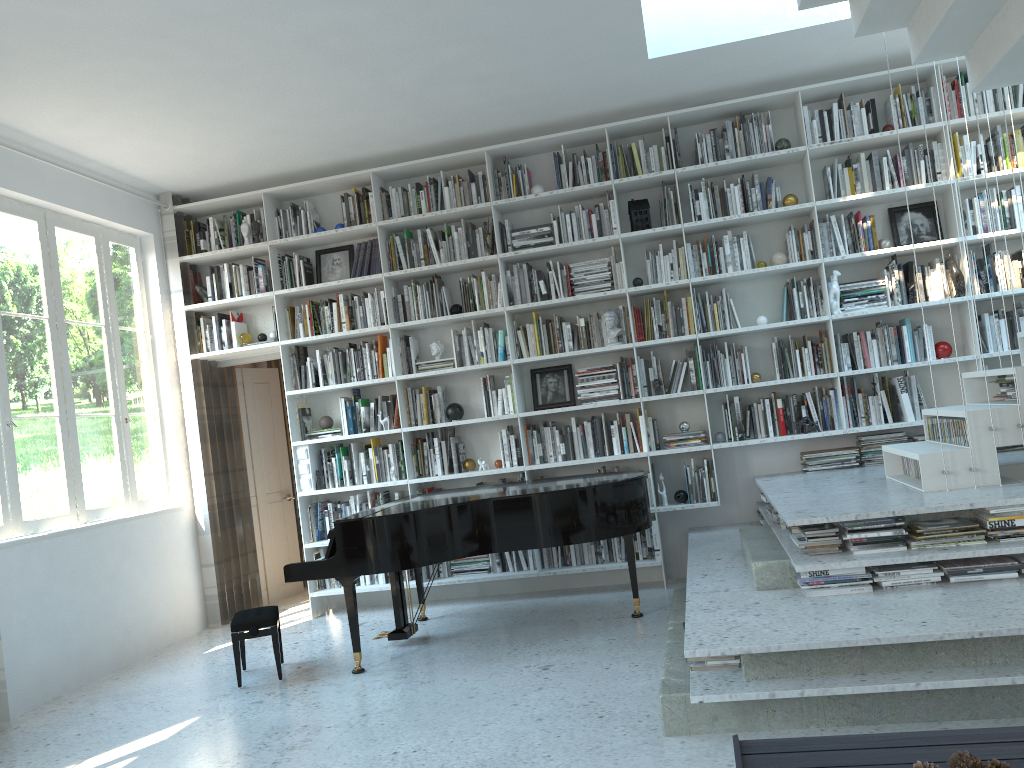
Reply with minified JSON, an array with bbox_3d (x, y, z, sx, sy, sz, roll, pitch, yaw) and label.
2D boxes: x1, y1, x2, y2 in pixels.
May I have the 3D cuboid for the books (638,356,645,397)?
[{"bbox_3d":[0.894,-0.048,6.110,0.012,0.285,0.159,-8,-2,11],"label":"books"}]

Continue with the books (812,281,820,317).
[{"bbox_3d":[2.010,-0.549,5.877,0.013,0.244,0.158,-8,-2,11],"label":"books"}]

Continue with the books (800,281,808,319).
[{"bbox_3d":[1.930,-0.546,5.886,0.015,0.259,0.152,-8,-2,11],"label":"books"}]

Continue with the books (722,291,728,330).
[{"bbox_3d":[1.438,-0.486,5.992,0.006,0.273,0.167,-8,-2,11],"label":"books"}]

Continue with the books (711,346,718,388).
[{"bbox_3d":[1.369,-0.111,6.001,0.006,0.281,0.155,-8,-2,11],"label":"books"}]

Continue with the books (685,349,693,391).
[{"bbox_3d":[1.206,-0.090,6.042,0.013,0.285,0.138,-8,-2,11],"label":"books"}]

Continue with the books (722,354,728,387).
[{"bbox_3d":[1.435,-0.088,5.984,0.013,0.218,0.160,-8,-2,11],"label":"books"}]

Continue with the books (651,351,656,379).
[{"bbox_3d":[0.980,-0.071,6.083,0.013,0.306,0.141,-8,-2,11],"label":"books"}]

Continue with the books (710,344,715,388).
[{"bbox_3d":[1.356,-0.116,6.005,0.018,0.295,0.177,-8,-2,11],"label":"books"}]

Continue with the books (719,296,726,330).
[{"bbox_3d":[1.424,-0.469,5.998,0.017,0.242,0.132,-8,-2,11],"label":"books"}]

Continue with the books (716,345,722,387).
[{"bbox_3d":[1.398,-0.116,5.987,0.005,0.283,0.159,-8,-2,11],"label":"books"}]

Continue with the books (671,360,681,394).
[{"bbox_3d":[1.119,-0.046,6.063,0.095,0.226,0.144,-8,-2,11],"label":"books"}]

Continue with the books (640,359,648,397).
[{"bbox_3d":[0.913,-0.039,6.106,0.024,0.263,0.154,-8,-2,11],"label":"books"}]

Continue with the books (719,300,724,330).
[{"bbox_3d":[1.412,-0.452,5.989,0.007,0.211,0.158,-8,-2,11],"label":"books"}]

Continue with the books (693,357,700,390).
[{"bbox_3d":[1.253,-0.067,6.023,0.021,0.226,0.148,-8,-2,11],"label":"books"}]

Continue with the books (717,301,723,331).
[{"bbox_3d":[1.404,-0.449,5.998,0.014,0.209,0.156,-8,-2,11],"label":"books"}]

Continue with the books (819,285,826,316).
[{"bbox_3d":[2.040,-0.537,5.869,0.023,0.212,0.164,-8,-2,11],"label":"books"}]

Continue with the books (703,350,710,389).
[{"bbox_3d":[1.318,-0.096,6.007,0.010,0.266,0.158,-8,-2,11],"label":"books"}]

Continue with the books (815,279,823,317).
[{"bbox_3d":[2.018,-0.555,5.858,0.011,0.252,0.169,-8,-2,11],"label":"books"}]

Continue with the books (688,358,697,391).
[{"bbox_3d":[1.227,-0.063,6.016,0.029,0.223,0.171,-8,-2,11],"label":"books"}]

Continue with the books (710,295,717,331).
[{"bbox_3d":[1.364,-0.467,6.011,0.013,0.256,0.144,-8,-2,11],"label":"books"}]

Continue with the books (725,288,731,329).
[{"bbox_3d":[1.465,-0.502,6.029,0.011,0.300,0.088,-8,-2,11],"label":"books"}]

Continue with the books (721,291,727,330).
[{"bbox_3d":[1.432,-0.484,5.988,0.006,0.270,0.178,-8,-2,11],"label":"books"}]

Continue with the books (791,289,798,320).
[{"bbox_3d":[1.873,-0.513,5.894,0.006,0.209,0.188,-8,-2,11],"label":"books"}]

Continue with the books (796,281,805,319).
[{"bbox_3d":[1.913,-0.545,5.889,0.018,0.263,0.165,-8,-2,11],"label":"books"}]

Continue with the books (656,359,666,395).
[{"bbox_3d":[1.021,-0.046,6.085,0.035,0.248,0.141,-8,-2,11],"label":"books"}]

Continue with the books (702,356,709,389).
[{"bbox_3d":[1.312,-0.075,6.015,0.012,0.226,0.147,-8,-2,11],"label":"books"}]

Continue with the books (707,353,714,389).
[{"bbox_3d":[1.348,-0.086,6.020,0.011,0.239,0.136,-8,-2,11],"label":"books"}]

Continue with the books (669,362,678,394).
[{"bbox_3d":[1.100,-0.036,6.046,0.089,0.210,0.175,-8,-2,11],"label":"books"}]

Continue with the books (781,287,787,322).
[{"bbox_3d":[1.817,-0.520,5.920,0.056,0.241,0.153,-8,-2,11],"label":"books"}]

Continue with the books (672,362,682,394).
[{"bbox_3d":[1.130,-0.040,6.056,0.090,0.212,0.143,-8,-2,11],"label":"books"}]

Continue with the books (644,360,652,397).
[{"bbox_3d":[0.938,-0.038,6.097,0.028,0.253,0.142,-8,-2,11],"label":"books"}]

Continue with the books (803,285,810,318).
[{"bbox_3d":[1.944,-0.530,5.875,0.012,0.224,0.178,-8,-2,11],"label":"books"}]

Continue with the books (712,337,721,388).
[{"bbox_3d":[1.387,-0.143,6.014,0.007,0.342,0.149,-8,-2,11],"label":"books"}]

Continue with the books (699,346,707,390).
[{"bbox_3d":[1.298,-0.109,6.031,0.014,0.298,0.148,-8,-2,11],"label":"books"}]

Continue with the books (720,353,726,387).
[{"bbox_3d":[1.421,-0.090,5.974,0.011,0.226,0.188,-8,-2,11],"label":"books"}]

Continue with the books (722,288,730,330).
[{"bbox_3d":[1.446,-0.494,5.991,0.013,0.287,0.159,-8,-2,11],"label":"books"}]

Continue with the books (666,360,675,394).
[{"bbox_3d":[1.082,-0.043,6.045,0.095,0.228,0.190,-8,-2,11],"label":"books"}]

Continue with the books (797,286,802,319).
[{"bbox_3d":[1.906,-0.527,5.905,0.007,0.230,0.146,-8,-2,11],"label":"books"}]

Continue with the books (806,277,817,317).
[{"bbox_3d":[1.979,-0.560,5.862,0.012,0.273,0.183,-8,-2,11],"label":"books"}]

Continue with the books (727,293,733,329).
[{"bbox_3d":[1.472,-0.481,5.993,0.007,0.254,0.161,-8,-2,11],"label":"books"}]

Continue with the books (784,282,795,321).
[{"bbox_3d":[1.850,-0.537,5.906,0.021,0.264,0.174,-8,-2,11],"label":"books"}]

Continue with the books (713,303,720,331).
[{"bbox_3d":[1.377,-0.438,5.977,0.017,0.192,0.191,-8,-2,11],"label":"books"}]

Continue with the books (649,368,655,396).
[{"bbox_3d":[0.965,-0.012,6.070,0.027,0.192,0.182,-8,-2,11],"label":"books"}]

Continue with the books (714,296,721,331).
[{"bbox_3d":[1.391,-0.464,6.001,0.008,0.242,0.169,-8,-2,11],"label":"books"}]

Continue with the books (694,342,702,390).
[{"bbox_3d":[1.263,-0.118,6.018,0.014,0.325,0.183,-8,-2,11],"label":"books"}]

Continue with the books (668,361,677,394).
[{"bbox_3d":[1.095,-0.041,6.061,0.088,0.220,0.138,-8,-2,11],"label":"books"}]

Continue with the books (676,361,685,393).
[{"bbox_3d":[1.150,-0.044,6.060,0.090,0.215,0.139,-8,-2,11],"label":"books"}]

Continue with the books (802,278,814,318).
[{"bbox_3d":[1.962,-0.557,5.888,0.032,0.274,0.154,-8,-2,11],"label":"books"}]

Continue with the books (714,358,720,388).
[{"bbox_3d":[1.384,-0.073,6.005,0.013,0.204,0.154,-8,-2,11],"label":"books"}]

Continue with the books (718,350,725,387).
[{"bbox_3d":[1.410,-0.100,5.987,0.013,0.248,0.165,-8,-2,11],"label":"books"}]

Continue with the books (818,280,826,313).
[{"bbox_3d":[2.052,-0.555,5.857,0.010,0.245,0.158,-8,-2,11],"label":"books"}]

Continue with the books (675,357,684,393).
[{"bbox_3d":[1.142,-0.057,6.052,0.094,0.238,0.149,-8,-2,11],"label":"books"}]

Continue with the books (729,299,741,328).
[{"bbox_3d":[1.498,-0.462,5.960,0.051,0.210,0.176,-8,-2,11],"label":"books"}]

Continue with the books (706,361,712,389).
[{"bbox_3d":[1.337,-0.059,6.014,0.015,0.188,0.168,-8,-2,11],"label":"books"}]

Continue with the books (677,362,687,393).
[{"bbox_3d":[1.161,-0.040,6.046,0.091,0.205,0.169,-8,-2,11],"label":"books"}]

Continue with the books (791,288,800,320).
[{"bbox_3d":[1.882,-0.519,5.893,0.013,0.219,0.187,-8,-2,11],"label":"books"}]

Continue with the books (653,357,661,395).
[{"bbox_3d":[0.997,-0.052,6.089,0.012,0.266,0.157,-8,-2,11],"label":"books"}]

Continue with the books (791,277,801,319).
[{"bbox_3d":[1.893,-0.558,5.907,0.013,0.295,0.154,-8,-2,11],"label":"books"}]
